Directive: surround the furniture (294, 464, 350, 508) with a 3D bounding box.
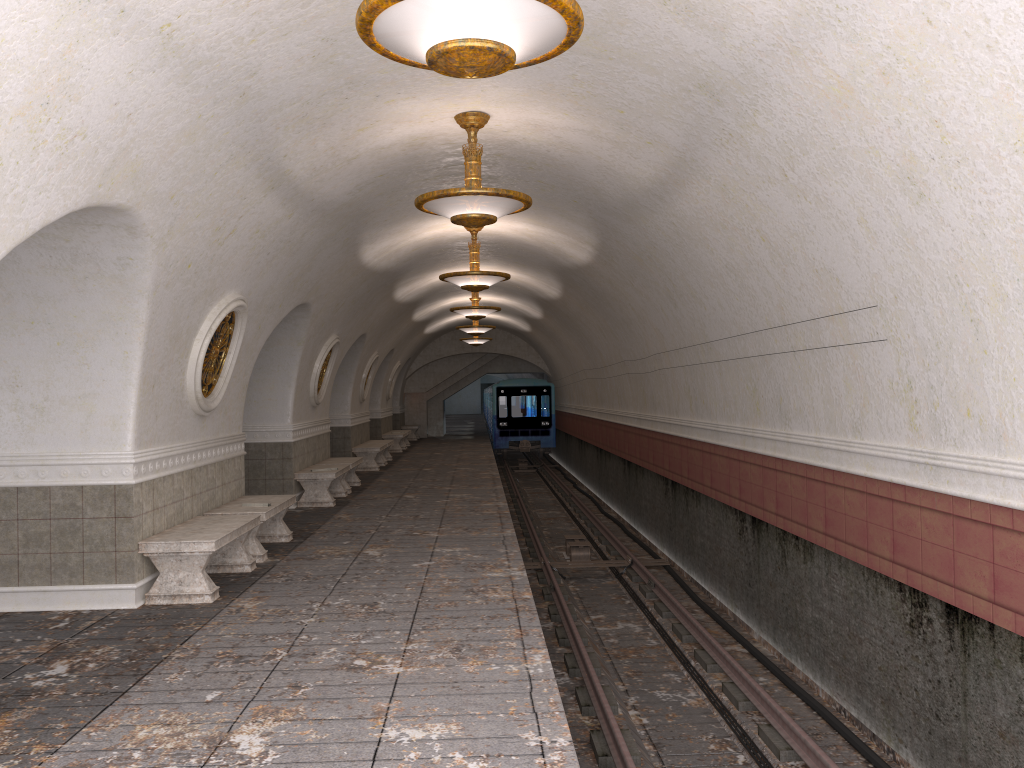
[{"bbox_3d":[-2.929,1.571,13.795,0.613,0.508,1.509,-1,-1,-2],"label":"furniture"}]

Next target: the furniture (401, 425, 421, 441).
[{"bbox_3d":[-3.651,1.756,32.066,0.613,0.508,1.509,-1,-1,-2],"label":"furniture"}]

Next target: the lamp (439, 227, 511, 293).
[{"bbox_3d":[-0.526,-1.759,12.456,1.008,0.955,1.008,-1,-1,-18],"label":"lamp"}]

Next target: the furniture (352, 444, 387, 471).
[{"bbox_3d":[-3.167,1.632,19.811,0.613,0.508,1.509,-1,-1,-2],"label":"furniture"}]

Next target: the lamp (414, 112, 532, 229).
[{"bbox_3d":[-0.334,-1.808,7.598,1.008,0.955,1.008,-1,-1,-18],"label":"lamp"}]

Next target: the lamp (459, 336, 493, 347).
[{"bbox_3d":[-1.098,-1.613,26.932,1.008,0.955,1.008,-2,-1,44],"label":"lamp"}]

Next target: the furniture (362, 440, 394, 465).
[{"bbox_3d":[-3.233,1.649,21.492,0.613,0.508,1.509,-1,-1,-2],"label":"furniture"}]

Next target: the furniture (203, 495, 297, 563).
[{"bbox_3d":[-2.758,1.528,9.472,0.613,0.508,1.509,-1,-1,-2],"label":"furniture"}]

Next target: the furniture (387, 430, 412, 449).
[{"bbox_3d":[-3.469,1.709,27.449,0.613,0.508,1.509,-1,-1,-2],"label":"furniture"}]

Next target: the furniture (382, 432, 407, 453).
[{"bbox_3d":[-3.403,1.692,25.769,0.613,0.508,1.509,-1,-1,-2],"label":"furniture"}]

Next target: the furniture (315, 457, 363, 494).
[{"bbox_3d":[-2.996,1.588,15.476,0.613,0.508,1.509,-1,-1,-2],"label":"furniture"}]

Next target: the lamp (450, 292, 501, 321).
[{"bbox_3d":[-0.717,-1.710,17.282,1.008,0.955,1.008,-1,-1,14],"label":"lamp"}]

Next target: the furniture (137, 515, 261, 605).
[{"bbox_3d":[-2.692,1.511,7.792,0.613,0.508,1.509,-1,-1,-2],"label":"furniture"}]

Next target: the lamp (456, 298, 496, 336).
[{"bbox_3d":[-0.907,-1.661,22.106,1.008,0.955,1.008,-1,-1,14],"label":"lamp"}]

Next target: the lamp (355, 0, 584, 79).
[{"bbox_3d":[-0.189,-1.845,3.946,1.008,0.955,1.008,-2,-1,44],"label":"lamp"}]
